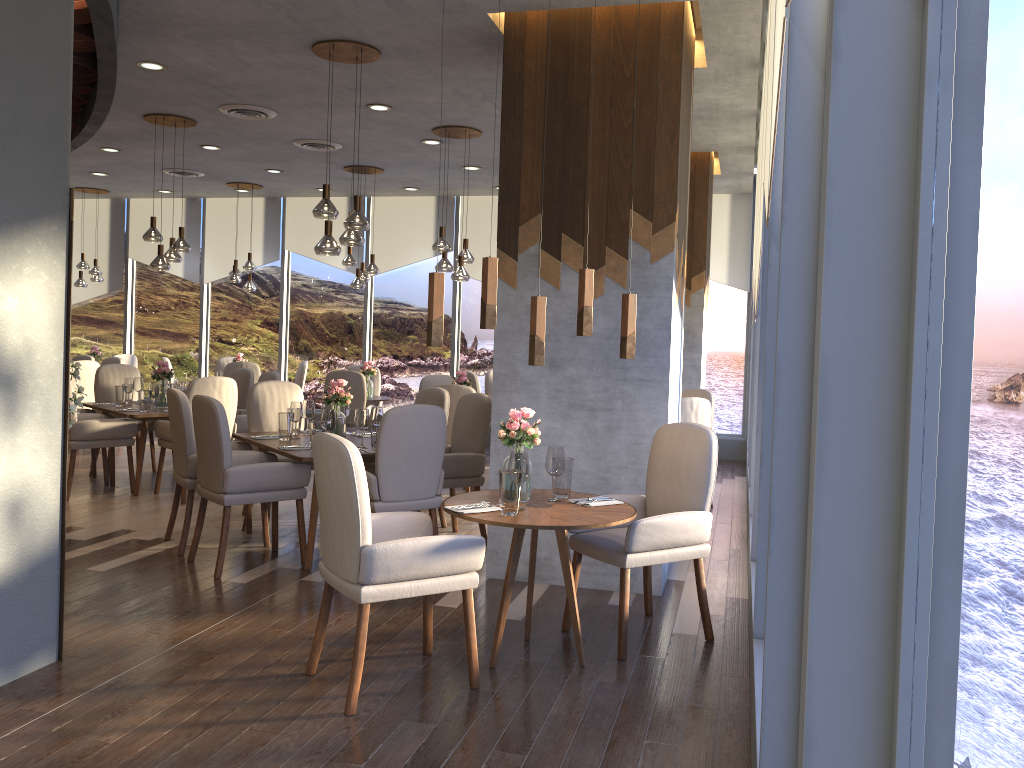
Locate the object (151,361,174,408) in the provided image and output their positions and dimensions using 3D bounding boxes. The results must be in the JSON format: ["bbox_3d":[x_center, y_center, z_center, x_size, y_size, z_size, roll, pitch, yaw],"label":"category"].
[{"bbox_3d":[-3.094,-0.001,7.840,0.210,0.415,0.198,1,2,-28],"label":"object"}]

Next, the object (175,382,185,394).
[{"bbox_3d":[-2.844,0.103,7.586,0.092,0.244,0.092,2,1,-20],"label":"object"}]

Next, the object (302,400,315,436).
[{"bbox_3d":[-1.397,0.231,6.069,0.092,0.244,0.092,2,1,17],"label":"object"}]

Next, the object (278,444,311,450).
[{"bbox_3d":[-1.287,0.382,5.402,0.255,0.019,0.157,0,3,-32],"label":"object"}]

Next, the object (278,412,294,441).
[{"bbox_3d":[-1.473,0.277,5.771,0.102,0.178,0.102,2,2,4],"label":"object"}]

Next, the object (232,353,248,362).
[{"bbox_3d":[-3.458,-0.189,11.249,0.198,0.415,0.210,2,2,12],"label":"object"}]

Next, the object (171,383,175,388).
[{"bbox_3d":[-3.182,0.087,8.313,0.102,0.178,0.102,1,2,-26],"label":"object"}]

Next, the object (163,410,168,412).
[{"bbox_3d":[-2.818,0.225,7.425,0.157,0.019,0.255,-1,4,-45],"label":"object"}]

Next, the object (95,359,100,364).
[{"bbox_3d":[-5.673,-0.223,12.084,0.092,0.244,0.092,2,1,6],"label":"object"}]

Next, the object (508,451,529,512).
[{"bbox_3d":[0.026,0.405,3.713,0.092,0.244,0.092,2,1,5],"label":"object"}]

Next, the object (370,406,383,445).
[{"bbox_3d":[-0.871,0.269,5.692,0.092,0.244,0.092,2,1,-8],"label":"object"}]

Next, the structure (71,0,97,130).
[{"bbox_3d":[-5.277,-2.228,7.007,9.463,0.556,2.755,5,4,44],"label":"structure"}]

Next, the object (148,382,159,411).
[{"bbox_3d":[-3.012,0.105,7.443,0.092,0.244,0.092,2,1,1],"label":"object"}]

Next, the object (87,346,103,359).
[{"bbox_3d":[-5.750,-0.318,12.220,0.210,0.415,0.198,3,2,37],"label":"object"}]

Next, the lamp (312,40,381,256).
[{"bbox_3d":[-1.091,-1.486,5.734,0.439,1.325,0.439,2,1,0],"label":"lamp"}]

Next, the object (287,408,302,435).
[{"bbox_3d":[-1.499,0.258,6.112,0.102,0.178,0.102,2,2,-4],"label":"object"}]

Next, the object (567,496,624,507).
[{"bbox_3d":[0.354,0.518,3.935,0.255,0.019,0.157,0,3,-33],"label":"object"}]

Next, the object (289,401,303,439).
[{"bbox_3d":[-1.431,0.240,5.872,0.092,0.244,0.092,2,1,10],"label":"object"}]

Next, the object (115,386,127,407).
[{"bbox_3d":[-3.424,0.107,7.759,0.102,0.178,0.102,1,2,-25],"label":"object"}]

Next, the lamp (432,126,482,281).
[{"bbox_3d":[-0.511,-1.577,7.882,0.439,1.325,0.439,2,1,22],"label":"lamp"}]

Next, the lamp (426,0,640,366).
[{"bbox_3d":[0.140,-1.044,3.823,1.161,1.930,0.118,1,1,-30],"label":"lamp"}]

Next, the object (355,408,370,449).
[{"bbox_3d":[-0.929,0.276,5.506,0.092,0.244,0.092,3,2,35],"label":"object"}]

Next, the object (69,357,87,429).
[{"bbox_3d":[-2.431,0.271,4.202,0.789,1.615,0.746,3,2,21],"label":"object"}]

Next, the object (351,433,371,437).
[{"bbox_3d":[-1.017,0.352,6.174,0.255,0.019,0.157,0,3,-33],"label":"object"}]

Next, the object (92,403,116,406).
[{"bbox_3d":[-3.569,0.177,7.847,0.255,0.019,0.157,-1,4,-41],"label":"object"}]

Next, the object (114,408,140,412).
[{"bbox_3d":[-3.180,0.212,7.426,0.255,0.019,0.157,-1,4,-41],"label":"object"}]

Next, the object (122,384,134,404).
[{"bbox_3d":[-3.507,0.087,8.090,0.102,0.178,0.102,1,2,-34],"label":"object"}]

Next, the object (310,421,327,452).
[{"bbox_3d":[-1.159,0.312,5.291,0.102,0.178,0.102,2,2,-6],"label":"object"}]

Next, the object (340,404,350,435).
[{"bbox_3d":[-1.179,0.233,6.175,0.092,0.244,0.092,2,1,15],"label":"object"}]

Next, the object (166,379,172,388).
[{"bbox_3d":[-3.201,0.059,8.205,0.092,0.244,0.092,3,1,28],"label":"object"}]

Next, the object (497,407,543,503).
[{"bbox_3d":[0.031,0.310,3.913,0.210,0.415,0.198,2,1,-8],"label":"object"}]

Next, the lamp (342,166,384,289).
[{"bbox_3d":[-1.667,-1.718,9.846,0.439,1.325,0.439,2,1,17],"label":"lamp"}]

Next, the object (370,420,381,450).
[{"bbox_3d":[-0.826,0.314,5.473,0.102,0.178,0.102,1,2,-39],"label":"object"}]

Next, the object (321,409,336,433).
[{"bbox_3d":[-1.117,0.276,5.392,0.092,0.244,0.092,2,1,10],"label":"object"}]

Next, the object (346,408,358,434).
[{"bbox_3d":[-1.143,0.262,6.278,0.102,0.178,0.102,1,2,-27],"label":"object"}]

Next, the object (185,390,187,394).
[{"bbox_3d":[-2.737,0.140,7.571,0.102,0.178,0.102,1,2,-29],"label":"object"}]

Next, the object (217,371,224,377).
[{"bbox_3d":[-3.628,-0.066,11.042,0.102,0.178,0.102,1,2,-24],"label":"object"}]

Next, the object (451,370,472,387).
[{"bbox_3d":[-0.458,0.083,7.976,0.210,0.415,0.198,1,2,-28],"label":"object"}]

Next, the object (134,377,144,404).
[{"bbox_3d":[-3.399,0.059,8.065,0.092,0.244,0.092,3,2,30],"label":"object"}]

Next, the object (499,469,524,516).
[{"bbox_3d":[-0.006,0.442,3.609,0.102,0.178,0.102,2,2,-1],"label":"object"}]

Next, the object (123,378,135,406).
[{"bbox_3d":[-3.400,0.069,7.865,0.092,0.244,0.092,2,1,7],"label":"object"}]

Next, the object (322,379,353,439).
[{"bbox_3d":[-1.141,0.174,5.766,0.210,0.415,0.198,2,1,-8],"label":"object"}]

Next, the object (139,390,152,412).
[{"bbox_3d":[-3.036,0.142,7.337,0.102,0.178,0.102,2,2,15],"label":"object"}]

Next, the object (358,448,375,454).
[{"bbox_3d":[-0.929,0.397,5.342,0.157,0.019,0.255,0,4,-35],"label":"object"}]

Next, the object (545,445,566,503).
[{"bbox_3d":[0.192,0.399,3.937,0.092,0.244,0.092,3,2,37],"label":"object"}]

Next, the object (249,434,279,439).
[{"bbox_3d":[-1.601,0.346,5.882,0.255,0.019,0.157,0,3,-32],"label":"object"}]

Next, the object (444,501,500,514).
[{"bbox_3d":[-0.144,0.512,3.708,0.255,0.019,0.157,0,4,-37],"label":"object"}]

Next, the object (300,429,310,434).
[{"bbox_3d":[-1.391,0.335,6.237,0.157,0.019,0.255,0,3,-30],"label":"object"}]

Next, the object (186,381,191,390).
[{"bbox_3d":[-2.818,0.094,7.780,0.092,0.244,0.092,1,1,-23],"label":"object"}]

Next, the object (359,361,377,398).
[{"bbox_3d":[-1.604,-0.054,9.864,0.210,0.415,0.198,2,1,-13],"label":"object"}]

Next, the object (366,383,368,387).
[{"bbox_3d":[-1.625,0.075,9.646,0.102,0.178,0.102,3,2,35],"label":"object"}]

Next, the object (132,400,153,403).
[{"bbox_3d":[-3.420,0.162,8.232,0.157,0.019,0.255,0,4,-40],"label":"object"}]

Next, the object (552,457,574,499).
[{"bbox_3d":[0.229,0.428,4.040,0.102,0.178,0.102,1,2,-27],"label":"object"}]
